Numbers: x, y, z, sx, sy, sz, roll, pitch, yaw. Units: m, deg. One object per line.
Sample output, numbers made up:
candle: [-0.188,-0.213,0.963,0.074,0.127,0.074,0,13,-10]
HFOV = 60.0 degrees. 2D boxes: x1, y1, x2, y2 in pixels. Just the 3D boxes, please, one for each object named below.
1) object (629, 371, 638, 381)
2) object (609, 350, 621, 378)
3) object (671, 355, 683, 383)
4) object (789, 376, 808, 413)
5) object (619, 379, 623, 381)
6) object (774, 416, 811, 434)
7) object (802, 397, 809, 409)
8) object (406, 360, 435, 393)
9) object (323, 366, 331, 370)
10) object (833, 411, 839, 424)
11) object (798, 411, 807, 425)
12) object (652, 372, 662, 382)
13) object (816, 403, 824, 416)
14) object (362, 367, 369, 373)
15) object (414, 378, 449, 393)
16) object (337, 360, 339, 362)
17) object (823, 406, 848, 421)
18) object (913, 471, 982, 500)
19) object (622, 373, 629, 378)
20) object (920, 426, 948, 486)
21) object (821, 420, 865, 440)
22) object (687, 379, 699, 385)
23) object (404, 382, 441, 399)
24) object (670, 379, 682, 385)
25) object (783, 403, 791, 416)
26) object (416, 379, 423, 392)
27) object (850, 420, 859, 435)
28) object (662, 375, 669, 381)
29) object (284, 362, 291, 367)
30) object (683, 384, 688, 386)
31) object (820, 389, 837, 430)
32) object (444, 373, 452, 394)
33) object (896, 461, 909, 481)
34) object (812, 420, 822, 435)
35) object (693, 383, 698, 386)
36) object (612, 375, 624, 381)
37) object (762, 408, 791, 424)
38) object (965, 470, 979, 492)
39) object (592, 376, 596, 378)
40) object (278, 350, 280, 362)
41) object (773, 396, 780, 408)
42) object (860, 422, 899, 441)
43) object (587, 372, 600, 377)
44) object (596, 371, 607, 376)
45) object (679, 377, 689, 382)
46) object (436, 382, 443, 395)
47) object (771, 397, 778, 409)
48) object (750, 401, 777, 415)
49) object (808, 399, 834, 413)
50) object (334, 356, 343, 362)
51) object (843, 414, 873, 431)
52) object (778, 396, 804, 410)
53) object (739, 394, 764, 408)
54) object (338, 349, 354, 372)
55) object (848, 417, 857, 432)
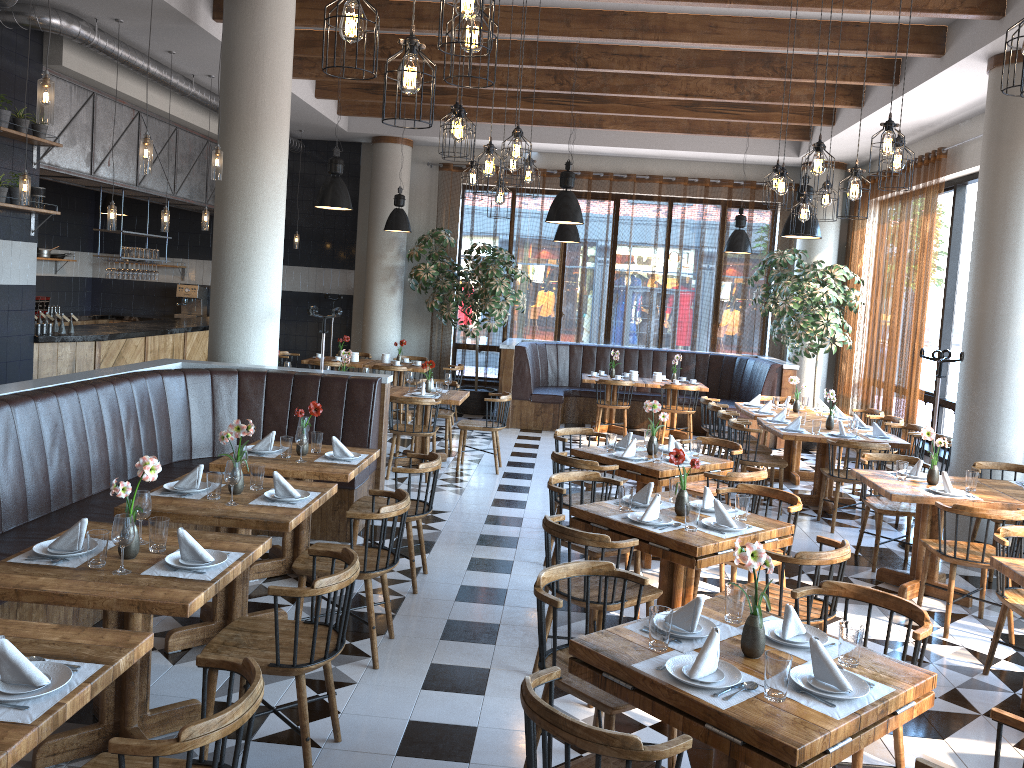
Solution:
object: [1.697,-0.116,12.368,0.129,0.128,0.130,-1,7,-42]
object: [1.449,-0.280,12.475,0.146,0.399,0.207,2,5,-29]
object: [2.301,-0.213,12.380,0.146,0.399,0.207,4,4,9]
object: [3.179,0.113,9.879,0.206,0.399,0.147,4,4,2]
object: [1.493,-0.052,12.127,0.053,0.025,0.049,1,6,-28]
object: [2.662,0.369,8.394,0.272,0.137,0.353,4,6,4]
object: [3.413,0.217,10.314,0.080,0.132,0.080,3,4,-11]
object: [-0.959,-0.084,9.342,0.295,0.354,0.166,5,4,9]
object: [-1.961,-0.085,9.378,0.081,0.215,0.081,4,4,-5]
object: [3.295,0.344,9.053,0.080,0.132,0.080,3,4,-11]
object: [2.885,0.342,8.813,0.080,0.132,0.080,3,4,-11]
object: [2.038,-0.099,12.423,0.129,0.128,0.130,-1,7,-42]
object: [3.373,0.278,9.718,0.080,0.132,0.080,3,4,-11]
object: [-1.564,-0.068,9.462,0.081,0.215,0.081,1,5,-33]
object: [-0.871,0.000,9.629,0.352,0.137,0.273,4,6,4]
object: [-2.372,-0.311,12.120,0.053,0.025,0.049,1,6,-28]
object: [3.541,0.304,9.553,0.272,0.137,0.353,4,6,4]
object: [2.880,0.656,5.851,0.352,0.137,0.273,4,6,4]
object: [1.639,-0.122,12.683,0.176,0.066,0.176,5,6,14]
object: [2.908,0.495,6.136,0.206,0.399,0.147,1,5,-32]
object: [3.062,0.415,8.214,0.352,0.137,0.273,4,6,4]
object: [2.528,-0.030,12.377,0.175,0.066,0.176,3,6,-6]
object: [-0.915,0.053,9.106,0.352,0.137,0.273,4,6,4]
object: [2.247,-0.024,12.146,0.175,0.066,0.176,2,6,-13]
object: [2.930,0.275,9.464,0.080,0.132,0.080,3,4,-11]
object: [-0.989,0.016,9.433,0.080,0.132,0.080,7,6,38]
object: [3.238,0.411,8.391,0.080,0.132,0.080,3,4,-11]
object: [2.160,-0.090,12.700,0.176,0.066,0.176,-1,8,-41]
object: [-2.413,-0.130,9.516,0.081,0.215,0.081,4,4,-5]
object: [2.362,0.011,12.082,0.155,0.023,0.034,7,6,29]
object: [3.076,0.242,8.609,0.146,0.399,0.207,4,4,8]
object: [-0.679,-0.002,9.406,0.081,0.215,0.081,1,5,-33]
object: [2.730,0.610,6.207,0.080,0.132,0.080,3,4,-11]
object: [2.812,0.404,8.185,0.080,0.132,0.080,3,4,-11]
object: [2.538,0.005,12.246,0.034,0.023,0.156,3,6,-6]
object: [1.463,-0.085,12.220,0.176,0.066,0.176,9,7,39]
object: [2.701,0.311,8.965,0.272,0.137,0.353,4,6,4]
object: [3.113,0.657,6.003,0.080,0.132,0.080,3,4,-11]
object: [1.144,-0.102,12.380,0.053,0.025,0.049,3,6,-8]
object: [-2.573,-0.209,9.499,0.156,0.354,0.171,7,5,41]
object: [3.013,0.211,10.122,0.080,0.132,0.080,3,4,-11]
object: [3.457,0.430,8.320,0.272,0.137,0.353,4,6,4]
object: [1.150,-0.134,12.478,0.175,0.066,0.176,3,6,-5]
object: [1.287,-0.153,12.737,0.176,0.066,0.176,-1,8,-41]
object: [2.442,-0.063,12.632,0.176,0.066,0.176,6,6,17]
object: [-0.764,0.046,9.293,0.080,0.132,0.080,7,5,33]
object: [2.967,0.218,10.021,0.080,0.132,0.080,3,4,-11]
object: [2.745,0.243,9.627,0.272,0.137,0.353,4,6,4]
object: [3.582,0.242,10.161,0.272,0.137,0.353,4,6,4]
object: [-2.402,-0.344,12.213,0.175,0.066,0.176,0,7,-35]
object: [3.496,0.372,8.891,0.272,0.137,0.353,4,6,4]
object: [3.190,0.203,10.283,0.352,0.137,0.273,4,6,4]
object: [2.785,0.184,10.202,0.272,0.137,0.353,4,6,4]
object: [-1.766,-0.169,9.418,0.146,0.399,0.207,1,5,-38]
object: [3.288,0.395,8.573,0.080,0.132,0.080,3,4,-11]
